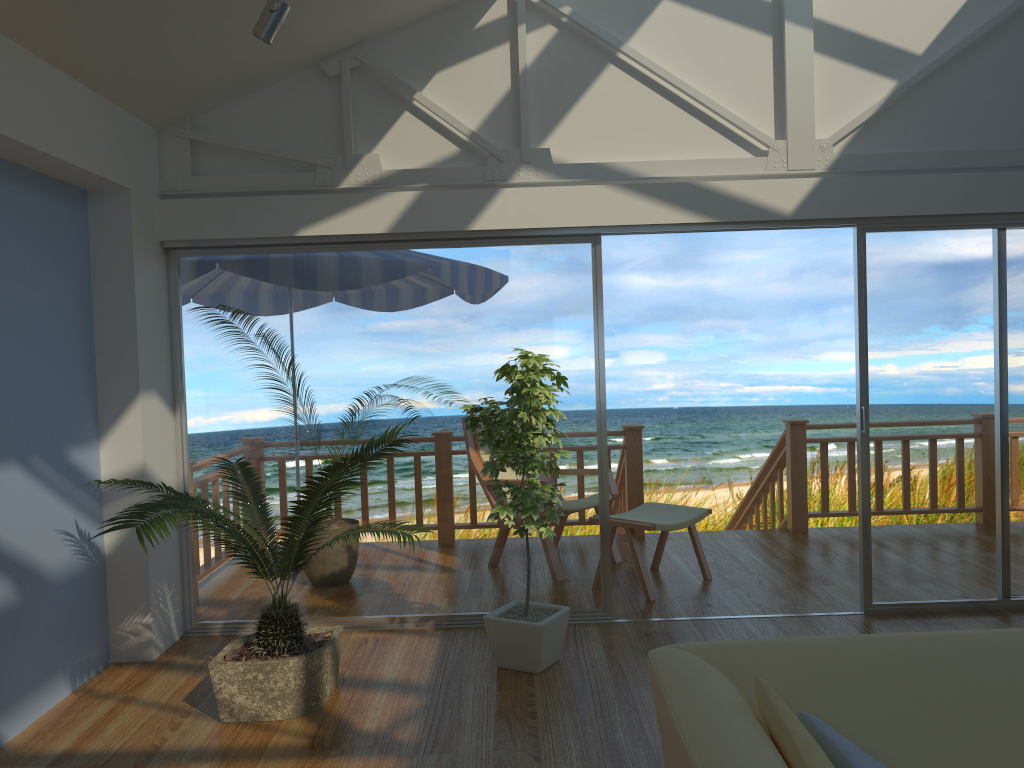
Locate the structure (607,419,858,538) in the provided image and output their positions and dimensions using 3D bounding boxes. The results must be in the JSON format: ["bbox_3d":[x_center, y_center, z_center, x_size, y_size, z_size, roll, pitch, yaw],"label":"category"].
[{"bbox_3d":[1.518,1.159,6.694,6.950,2.064,4.086,-2,2,0],"label":"structure"}]

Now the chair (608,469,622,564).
[{"bbox_3d":[0.178,0.685,5.842,0.632,0.982,0.859,-4,3,-45],"label":"chair"}]

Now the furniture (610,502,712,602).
[{"bbox_3d":[0.823,0.964,5.215,0.619,0.427,0.449,-4,3,-45],"label":"furniture"}]

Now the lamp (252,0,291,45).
[{"bbox_3d":[-0.897,-1.408,3.189,0.194,0.353,0.125,-3,2,-17],"label":"lamp"}]

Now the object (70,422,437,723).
[{"bbox_3d":[-1.039,0.751,3.621,1.413,1.093,1.488,-3,2,-17],"label":"object"}]

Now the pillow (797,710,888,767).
[{"bbox_3d":[0.778,0.833,1.698,0.272,0.244,0.566,-2,2,-3],"label":"pillow"}]

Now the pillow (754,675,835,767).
[{"bbox_3d":[0.681,0.799,1.689,0.275,0.312,0.571,-2,2,-3],"label":"pillow"}]

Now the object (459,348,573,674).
[{"bbox_3d":[0.083,0.544,3.919,0.495,1.409,0.699,-3,2,-27],"label":"object"}]

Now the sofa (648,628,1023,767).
[{"bbox_3d":[1.562,0.919,1.832,2.448,0.597,0.950,-2,2,0],"label":"sofa"}]
